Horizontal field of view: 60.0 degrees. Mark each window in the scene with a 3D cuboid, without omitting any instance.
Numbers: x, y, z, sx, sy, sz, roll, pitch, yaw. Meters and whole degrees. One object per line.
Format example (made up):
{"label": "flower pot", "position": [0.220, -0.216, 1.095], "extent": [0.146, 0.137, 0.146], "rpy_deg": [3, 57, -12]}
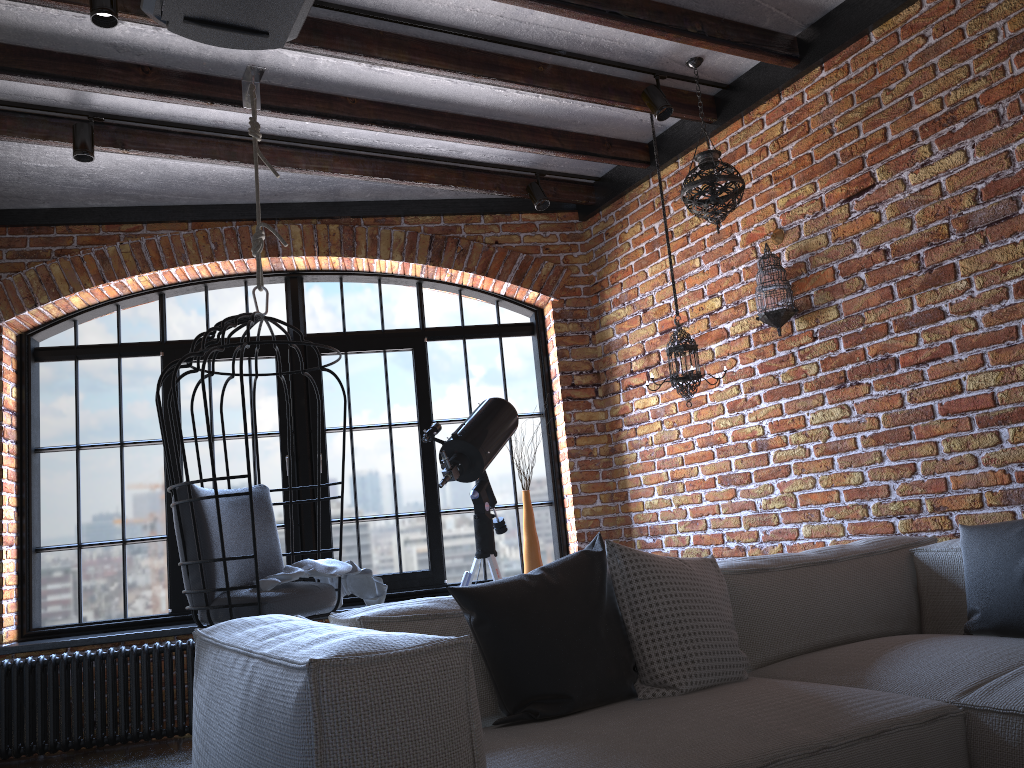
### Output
{"label": "window", "position": [-1.177, 0.286, 4.990], "extent": [3.293, 2.230, 0.177], "rpy_deg": [-4, -10, -11]}

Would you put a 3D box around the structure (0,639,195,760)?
{"label": "structure", "position": [-1.855, 1.469, 4.119], "extent": [1.115, 0.476, 0.106], "rpy_deg": [-4, -10, -11]}

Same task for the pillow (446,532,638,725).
{"label": "pillow", "position": [0.117, 0.574, 2.125], "extent": [0.538, 0.417, 0.239], "rpy_deg": [2, -12, -39]}

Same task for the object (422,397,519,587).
{"label": "object", "position": [-0.185, 0.771, 3.986], "extent": [0.570, 1.470, 0.617], "rpy_deg": [-5, -10, -3]}

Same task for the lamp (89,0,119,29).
{"label": "lamp", "position": [-1.290, -1.241, 2.819], "extent": [0.116, 0.188, 0.083], "rpy_deg": [-10, -11, 24]}

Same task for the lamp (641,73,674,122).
{"label": "lamp", "position": [0.627, -1.239, 3.844], "extent": [0.134, 0.207, 0.090], "rpy_deg": [-11, -11, 28]}

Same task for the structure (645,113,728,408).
{"label": "structure", "position": [0.723, -0.599, 4.075], "extent": [0.389, 1.435, 0.339], "rpy_deg": [0, -11, -28]}

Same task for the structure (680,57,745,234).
{"label": "structure", "position": [0.820, -1.007, 3.743], "extent": [0.265, 0.778, 0.273], "rpy_deg": [-7, -10, 10]}

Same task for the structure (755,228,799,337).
{"label": "structure", "position": [1.107, -0.438, 3.775], "extent": [0.169, 0.482, 0.169], "rpy_deg": [0, -11, -28]}

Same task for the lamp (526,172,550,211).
{"label": "lamp", "position": [0.137, -1.030, 4.763], "extent": [0.134, 0.208, 0.093], "rpy_deg": [-13, -12, 36]}

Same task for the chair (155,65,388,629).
{"label": "chair", "position": [-1.000, -0.147, 3.421], "extent": [0.682, 2.218, 0.803], "rpy_deg": [-8, -10, 16]}

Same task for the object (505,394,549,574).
{"label": "object", "position": [0.130, 0.582, 4.876], "extent": [0.270, 1.052, 0.299], "rpy_deg": [-4, -10, -8]}

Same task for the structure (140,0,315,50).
{"label": "structure", "position": [-0.741, -1.340, 2.304], "extent": [0.409, 0.815, 0.464], "rpy_deg": [0, -11, -28]}

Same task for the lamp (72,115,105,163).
{"label": "lamp", "position": [-1.785, -1.034, 3.737], "extent": [0.121, 0.184, 0.082], "rpy_deg": [1, -12, -35]}

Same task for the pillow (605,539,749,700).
{"label": "pillow", "position": [0.427, 0.580, 2.261], "extent": [0.251, 0.401, 0.543], "rpy_deg": [-15, -13, 43]}

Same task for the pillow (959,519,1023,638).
{"label": "pillow", "position": [1.432, 0.507, 2.427], "extent": [0.263, 0.400, 0.510], "rpy_deg": [1, -12, -34]}

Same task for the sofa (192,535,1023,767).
{"label": "sofa", "position": [1.091, 0.587, 1.272], "extent": [2.536, 0.697, 3.304], "rpy_deg": [0, -11, -29]}
